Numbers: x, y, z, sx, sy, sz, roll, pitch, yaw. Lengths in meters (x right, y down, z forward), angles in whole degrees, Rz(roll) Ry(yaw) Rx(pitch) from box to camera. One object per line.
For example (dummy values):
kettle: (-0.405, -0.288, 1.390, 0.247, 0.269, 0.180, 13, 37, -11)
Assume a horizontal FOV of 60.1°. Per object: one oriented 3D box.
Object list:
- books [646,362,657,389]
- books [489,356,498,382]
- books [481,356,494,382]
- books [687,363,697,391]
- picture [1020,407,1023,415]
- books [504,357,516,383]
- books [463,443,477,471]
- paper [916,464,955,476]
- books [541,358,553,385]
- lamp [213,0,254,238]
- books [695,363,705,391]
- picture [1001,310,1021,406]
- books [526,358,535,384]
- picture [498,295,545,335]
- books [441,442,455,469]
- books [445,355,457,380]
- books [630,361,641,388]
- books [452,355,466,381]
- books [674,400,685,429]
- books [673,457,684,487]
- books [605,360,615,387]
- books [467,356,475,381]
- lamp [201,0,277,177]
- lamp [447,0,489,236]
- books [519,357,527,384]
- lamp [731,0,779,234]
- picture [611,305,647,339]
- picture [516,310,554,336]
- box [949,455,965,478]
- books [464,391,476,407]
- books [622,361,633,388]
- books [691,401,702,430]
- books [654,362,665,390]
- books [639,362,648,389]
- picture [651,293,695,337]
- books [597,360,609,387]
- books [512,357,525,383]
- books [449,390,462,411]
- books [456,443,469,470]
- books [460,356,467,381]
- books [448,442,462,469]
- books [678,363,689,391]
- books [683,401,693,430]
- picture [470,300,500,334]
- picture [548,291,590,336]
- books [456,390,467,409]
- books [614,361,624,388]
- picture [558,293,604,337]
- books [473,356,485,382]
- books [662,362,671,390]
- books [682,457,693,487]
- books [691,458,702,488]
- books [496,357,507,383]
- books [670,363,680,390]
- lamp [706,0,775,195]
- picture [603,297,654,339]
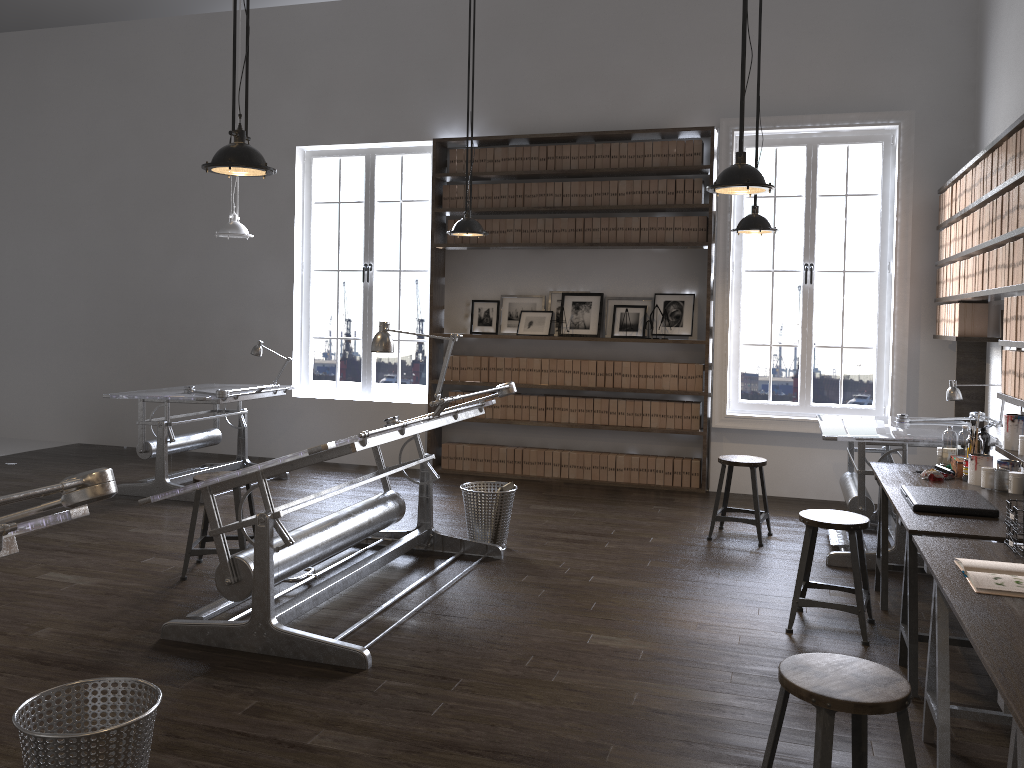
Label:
books: (1.193, -0.072, 7.545, 0.067, 0.225, 0.175, 2, 2, 17)
books: (-0.146, -0.131, 7.969, 0.067, 0.225, 0.175, 2, 2, 17)
books: (-0.219, -0.134, 7.986, 0.067, 0.225, 0.175, 2, 2, 17)
books: (1.516, -0.058, 7.451, 0.067, 0.225, 0.174, 2, 2, 17)
picture: (2.944, 0.093, 5.050, 0.023, 0.183, 0.251, 2, 3, 17)
books: (-0.011, -0.125, 7.926, 0.067, 0.225, 0.174, 2, 2, 17)
books: (-0.382, 0.662, 8.053, 0.067, 0.225, 0.175, 2, 2, 17)
paper: (2.136, 0.436, 4.477, 0.137, 0.038, 0.155, 1, 4, 3)
books: (0.313, -0.111, 7.821, 0.067, 0.225, 0.175, 2, 2, 17)
lamp: (-2.229, -2.316, 7.143, 0.313, 2.250, 0.311, 1, 1, -3)
books: (1.576, -0.055, 7.425, 0.067, 0.225, 0.175, 2, 2, 17)
picture: (3.061, -0.170, 5.436, 0.040, 0.574, 0.415, 2, 2, 17)
books: (0.185, -0.117, 7.864, 0.067, 0.225, 0.175, 2, 2, 17)
picture: (0.086, -0.618, 7.961, 0.415, 0.365, 0.083, 2, 2, 17)
books: (-0.583, 0.653, 8.120, 0.067, 0.225, 0.174, 2, 2, 17)
books: (-0.550, -0.149, 8.092, 0.067, 0.225, 0.174, 2, 2, 17)
books: (1.063, -0.078, 7.591, 0.067, 0.225, 0.174, 2, 2, 17)
books: (-0.482, -0.146, 8.067, 0.067, 0.225, 0.175, 2, 2, 17)
books: (1.417, 0.259, 7.486, 0.067, 0.225, 0.175, 2, 2, 17)
books: (1.408, 0.741, 7.492, 0.067, 0.225, 0.175, 2, 2, 17)
books: (0.854, -0.087, 7.651, 0.067, 0.225, 0.175, 2, 2, 17)
books: (-0.352, -0.140, 8.031, 0.067, 0.225, 0.175, 2, 2, 17)
lamp: (-1.158, -2.044, 3.812, 0.313, 2.250, 0.311, 2, 2, 38)
lamp: (-0.304, -2.232, 6.546, 0.313, 2.250, 0.311, 1, 1, -3)
books: (0.119, -0.119, 7.880, 0.067, 0.225, 0.175, 2, 2, 17)
lamp: (1.654, -2.146, 5.931, 0.313, 2.250, 0.311, 1, 1, -3)
picture: (1.010, -0.536, 7.632, 0.290, 0.290, 0.127, 2, 2, 17)
picture: (0.203, -0.536, 7.847, 0.300, 0.229, 0.145, 2, 2, 17)
box: (2.288, 0.416, 4.446, 0.137, 0.083, 0.212, 2, 4, 17)
books: (-0.379, 0.181, 8.044, 0.067, 0.225, 0.174, 2, 2, 17)
books: (0.994, -0.081, 7.609, 0.067, 0.225, 0.174, 2, 2, 17)
books: (1.551, 0.266, 7.440, 0.067, 0.225, 0.174, 2, 2, 17)
books: (1.258, -0.070, 7.529, 0.067, 0.225, 0.175, 2, 2, 17)
books: (1.131, -0.075, 7.570, 0.067, 0.225, 0.175, 2, 2, 17)
picture: (1.371, -0.590, 7.531, 0.343, 0.364, 0.161, 2, 2, 17)
books: (0.786, -0.090, 7.679, 0.067, 0.225, 0.175, 2, 2, 17)
books: (0.057, -0.122, 7.905, 0.067, 0.225, 0.175, 2, 2, 17)
books: (-0.518, 0.175, 8.083, 0.067, 0.225, 0.175, 2, 2, 17)
books: (-0.451, 0.659, 8.072, 0.067, 0.225, 0.175, 2, 2, 17)
books: (-0.413, -0.143, 8.045, 0.067, 0.225, 0.175, 2, 2, 17)
books: (-0.517, 0.656, 8.097, 0.067, 0.225, 0.175, 2, 2, 17)
books: (1.449, -0.061, 7.470, 0.067, 0.225, 0.175, 2, 2, 17)
books: (1.485, 0.262, 7.465, 0.067, 0.225, 0.174, 2, 2, 17)
picture: (-0.247, -0.609, 8.085, 0.267, 0.315, 0.058, 2, 2, 17)
picture: (0.498, -0.620, 7.837, 0.369, 0.405, 0.091, 2, 2, 17)
books: (-0.449, 0.178, 8.062, 0.067, 0.225, 0.175, 2, 2, 17)
books: (0.928, -0.084, 7.634, 0.067, 0.225, 0.175, 2, 2, 17)
picture: (0.602, -0.604, 7.750, 0.373, 0.391, 0.149, 2, 2, 17)
books: (-0.288, -0.138, 8.014, 0.067, 0.225, 0.175, 2, 2, 17)
books: (1.318, -0.067, 7.509, 0.067, 0.225, 0.175, 2, 2, 17)
books: (1.481, 0.744, 7.475, 0.067, 0.225, 0.175, 2, 2, 17)
books: (1.552, 0.747, 7.450, 0.067, 0.225, 0.175, 2, 2, 17)
books: (-0.080, -0.128, 7.944, 0.067, 0.225, 0.174, 2, 2, 17)
books: (1.381, -0.064, 7.487, 0.067, 0.225, 0.175, 2, 2, 17)
lamp: (1.078, -2.018, 4.071, 0.313, 2.250, 0.311, 1, 1, -3)
picture: (1.011, -0.573, 7.674, 0.434, 0.361, 0.095, 2, 2, 17)
